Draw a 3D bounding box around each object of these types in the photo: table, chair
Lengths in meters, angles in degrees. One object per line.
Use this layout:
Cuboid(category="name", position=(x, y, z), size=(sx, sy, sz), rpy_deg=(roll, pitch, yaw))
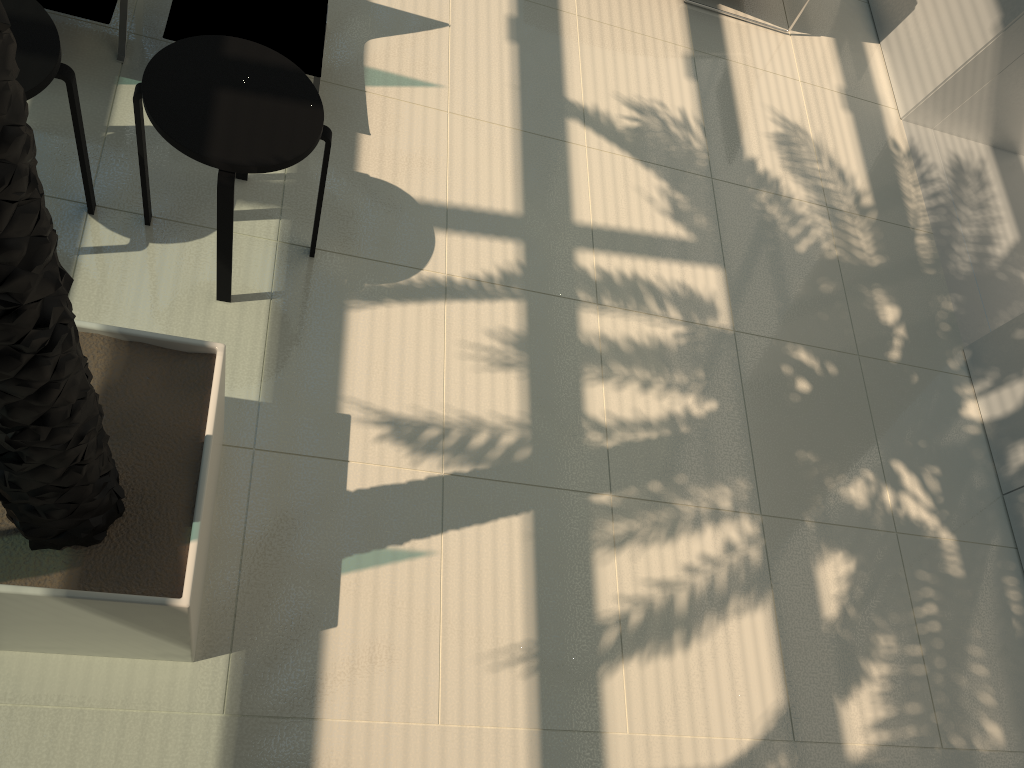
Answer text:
Cuboid(category="table", position=(-2.121, -1.055, 3.474), size=(0.648, 0.829, 0.669), rpy_deg=(-36, 78, -32))
Cuboid(category="table", position=(-1.196, -0.904, 3.747), size=(0.648, 0.829, 0.669), rpy_deg=(-36, 78, -32))
Cuboid(category="chair", position=(-1.230, -1.938, 4.162), size=(0.720, 0.943, 0.827), rpy_deg=(7, 60, -16))
Cuboid(category="chair", position=(-2.120, -2.083, 3.900), size=(0.720, 0.943, 0.827), rpy_deg=(7, 60, -16))
Cuboid(category="chair", position=(1.354, -3.288, 5.605), size=(2.050, 1.229, 0.859), rpy_deg=(9, 59, -16))

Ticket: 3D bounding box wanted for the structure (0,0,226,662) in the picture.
Cuboid(category="structure", position=(-0.691, -1.164, 0.206), size=(4.386, 7.446, 4.590), rpy_deg=(-13, 66, -25))
